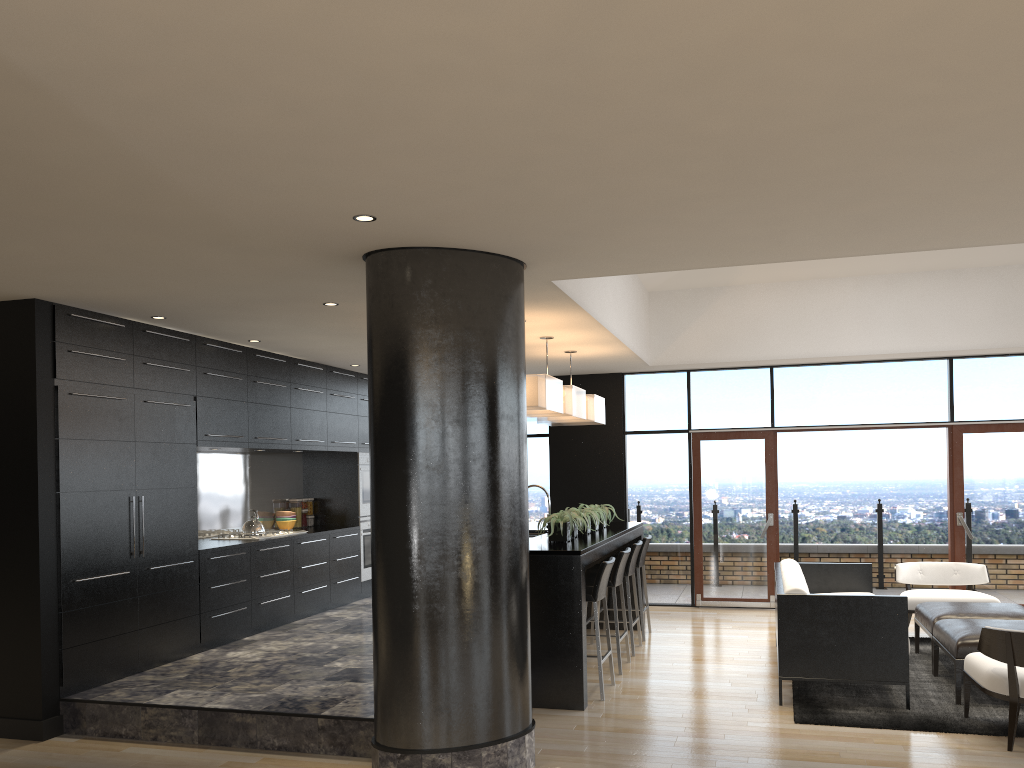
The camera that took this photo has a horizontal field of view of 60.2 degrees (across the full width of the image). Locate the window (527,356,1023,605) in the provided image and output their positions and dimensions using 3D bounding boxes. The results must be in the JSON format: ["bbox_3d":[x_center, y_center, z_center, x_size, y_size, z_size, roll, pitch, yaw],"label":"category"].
[{"bbox_3d":[3.649,-0.568,2.936,10.126,4.768,15.961,-1,-5,3],"label":"window"}]

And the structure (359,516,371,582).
[{"bbox_3d":[-1.580,1.857,10.054,0.086,0.705,0.703,-1,-3,16],"label":"structure"}]

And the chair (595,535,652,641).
[{"bbox_3d":[1.086,1.944,8.488,0.519,0.961,0.476,-1,-1,16],"label":"chair"}]

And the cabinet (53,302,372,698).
[{"bbox_3d":[-2.402,1.013,8.425,0.729,2.514,5.749,-1,-5,16],"label":"cabinet"}]

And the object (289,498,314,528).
[{"bbox_3d":[-2.300,1.413,9.664,0.114,0.315,0.366,-1,-3,16],"label":"object"}]

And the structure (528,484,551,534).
[{"bbox_3d":[0.042,1.378,7.625,0.656,1.014,2.787,-2,-5,16],"label":"structure"}]

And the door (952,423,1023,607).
[{"bbox_3d":[5.128,1.405,9.238,0.898,1.989,0.095,-1,0,16],"label":"door"}]

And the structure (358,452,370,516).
[{"bbox_3d":[-1.594,1.137,10.056,0.086,0.705,0.703,-1,-3,16],"label":"structure"}]

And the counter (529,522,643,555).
[{"bbox_3d":[0.324,1.292,7.544,1.180,0.032,3.126,-3,-6,16],"label":"counter"}]

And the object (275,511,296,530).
[{"bbox_3d":[-2.380,1.438,9.296,0.185,0.205,0.205,-2,-3,17],"label":"object"}]

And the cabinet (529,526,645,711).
[{"bbox_3d":[0.334,1.826,7.543,1.180,1.033,3.126,-2,-5,16],"label":"cabinet"}]

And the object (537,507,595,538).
[{"bbox_3d":[0.466,1.103,7.028,0.407,0.238,0.398,-5,-6,41],"label":"object"}]

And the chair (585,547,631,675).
[{"bbox_3d":[0.706,1.822,7.167,0.519,0.961,0.476,-1,-1,16],"label":"chair"}]

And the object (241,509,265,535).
[{"bbox_3d":[-2.396,1.271,8.162,0.221,0.229,0.222,-2,-3,9],"label":"object"}]

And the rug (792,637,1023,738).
[{"bbox_3d":[3.397,2.187,6.593,2.483,0.011,3.044,-3,-6,17],"label":"rug"}]

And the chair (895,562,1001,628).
[{"bbox_3d":[3.927,1.988,8.029,0.806,0.673,0.686,-2,-3,16],"label":"chair"}]

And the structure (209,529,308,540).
[{"bbox_3d":[-2.399,1.444,8.424,0.520,0.066,0.904,-3,-6,16],"label":"structure"}]

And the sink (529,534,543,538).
[{"bbox_3d":[0.084,1.395,7.569,0.461,0.159,0.926,-3,-6,16],"label":"sink"}]

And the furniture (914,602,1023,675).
[{"bbox_3d":[3.662,1.977,6.902,0.828,0.482,0.830,-2,-4,16],"label":"furniture"}]

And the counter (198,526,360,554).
[{"bbox_3d":[-2.417,1.468,8.430,0.731,0.033,2.872,-3,-6,16],"label":"counter"}]

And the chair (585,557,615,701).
[{"bbox_3d":[0.489,1.751,6.411,0.519,0.961,0.476,-1,-1,16],"label":"chair"}]

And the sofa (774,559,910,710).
[{"bbox_3d":[2.468,1.828,6.782,0.839,0.800,2.039,-2,-5,16],"label":"sofa"}]

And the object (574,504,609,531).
[{"bbox_3d":[0.712,1.174,7.801,0.399,0.238,0.407,-5,-6,41],"label":"object"}]

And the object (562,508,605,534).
[{"bbox_3d":[0.610,1.152,7.438,0.399,0.216,0.407,-5,-6,41],"label":"object"}]

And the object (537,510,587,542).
[{"bbox_3d":[0.328,1.068,6.641,0.399,0.238,0.407,-5,-6,41],"label":"object"}]

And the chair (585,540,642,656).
[{"bbox_3d":[0.900,1.884,7.840,0.519,0.961,0.476,-1,-1,16],"label":"chair"}]

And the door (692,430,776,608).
[{"bbox_3d":[2.509,1.529,9.992,0.898,1.989,0.095,-1,0,16],"label":"door"}]

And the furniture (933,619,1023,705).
[{"bbox_3d":[3.427,1.901,6.084,0.828,0.482,0.830,-2,-4,16],"label":"furniture"}]

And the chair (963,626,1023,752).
[{"bbox_3d":[3.111,1.713,5.078,0.806,0.673,0.686,-2,-3,16],"label":"chair"}]

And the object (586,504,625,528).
[{"bbox_3d":[0.764,1.222,8.189,0.407,0.216,0.398,-5,-6,41],"label":"object"}]
